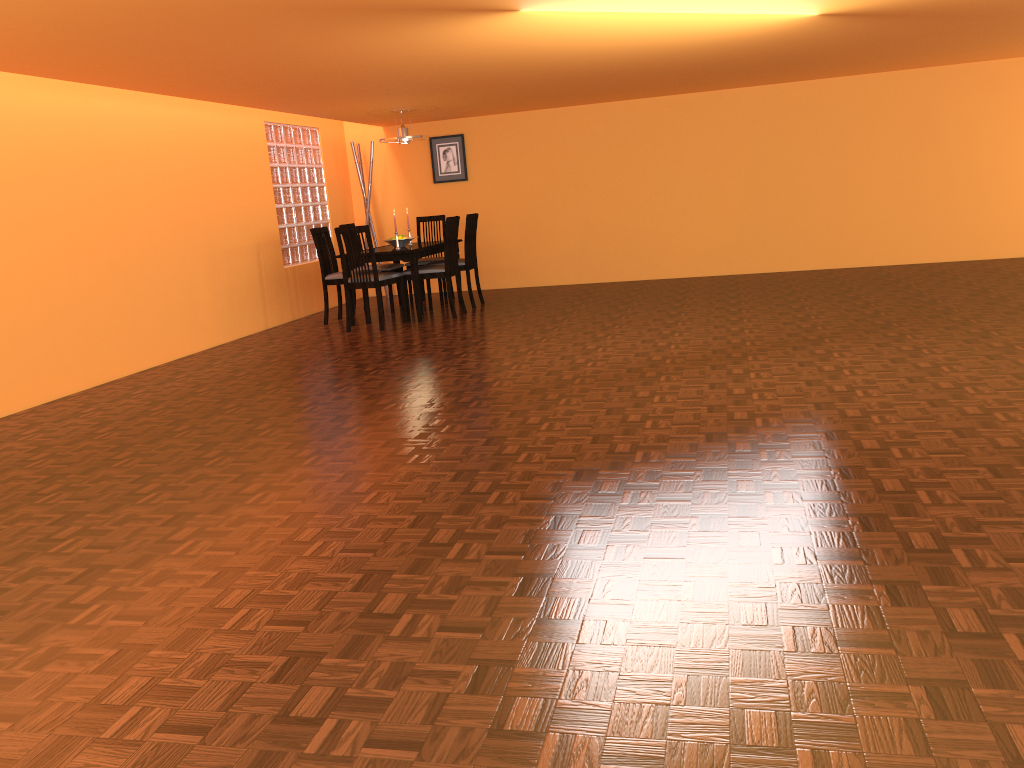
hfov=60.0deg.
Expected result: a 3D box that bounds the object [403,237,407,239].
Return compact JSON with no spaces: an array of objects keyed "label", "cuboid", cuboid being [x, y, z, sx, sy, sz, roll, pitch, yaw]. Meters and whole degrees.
[{"label":"object","cuboid":[-0.905,-1.213,7.467,0.055,0.046,0.046,-10,13,-22]}]

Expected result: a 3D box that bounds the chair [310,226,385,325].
[{"label":"chair","cuboid":[-1.381,-0.921,7.440,0.465,0.809,0.373,-2,12,14]}]

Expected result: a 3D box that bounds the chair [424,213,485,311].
[{"label":"chair","cuboid":[-0.507,-1.073,7.802,0.465,0.809,0.373,-2,12,14]}]

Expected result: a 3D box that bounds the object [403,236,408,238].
[{"label":"object","cuboid":[-0.898,-1.225,7.528,0.055,0.070,0.066,-6,12,-4]}]

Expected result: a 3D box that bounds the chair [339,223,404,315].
[{"label":"chair","cuboid":[-1.250,-1.049,7.987,0.465,0.809,0.373,-2,12,14]}]

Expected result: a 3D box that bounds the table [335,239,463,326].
[{"label":"table","cuboid":[-0.907,-0.887,7.631,0.697,0.584,1.259,-2,12,14]}]

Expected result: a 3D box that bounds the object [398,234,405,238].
[{"label":"object","cuboid":[-0.945,-1.248,7.589,0.069,0.066,0.069,0,13,24]}]

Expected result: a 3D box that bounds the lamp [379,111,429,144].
[{"label":"lamp","cuboid":[-0.943,-2.218,7.665,0.435,0.274,0.435,4,15,36]}]

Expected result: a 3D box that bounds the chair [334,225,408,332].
[{"label":"chair","cuboid":[-1.109,-0.835,6.928,0.373,0.809,0.465,-1,13,19]}]

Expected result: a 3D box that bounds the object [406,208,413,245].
[{"label":"object","cuboid":[-0.906,-1.383,7.767,0.044,0.326,0.044,-4,12,3]}]

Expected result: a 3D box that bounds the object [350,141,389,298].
[{"label":"object","cuboid":[-1.438,-1.643,8.988,0.308,1.589,0.226,4,15,35]}]

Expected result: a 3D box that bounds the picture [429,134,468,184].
[{"label":"picture","cuboid":[-0.638,-2.261,8.915,0.361,0.456,0.014,-2,12,14]}]

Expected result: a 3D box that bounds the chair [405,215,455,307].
[{"label":"chair","cuboid":[-0.767,-1.160,8.313,0.373,0.809,0.465,-3,12,9]}]

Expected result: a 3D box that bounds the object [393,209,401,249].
[{"label":"object","cuboid":[-0.947,-1.265,7.233,0.044,0.326,0.044,-4,12,3]}]

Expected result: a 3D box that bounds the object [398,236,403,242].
[{"label":"object","cuboid":[-0.938,-1.213,7.428,0.046,0.046,0.055,-6,12,-3]}]

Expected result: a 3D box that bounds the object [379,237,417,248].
[{"label":"object","cuboid":[-0.956,-1.197,7.527,0.337,0.072,0.337,-9,13,-19]}]

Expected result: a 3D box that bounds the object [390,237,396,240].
[{"label":"object","cuboid":[-0.993,-1.205,7.505,0.089,0.076,0.087,0,13,20]}]

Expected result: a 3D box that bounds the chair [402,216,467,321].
[{"label":"chair","cuboid":[-0.638,-0.946,7.255,0.465,0.809,0.373,-2,12,14]}]
